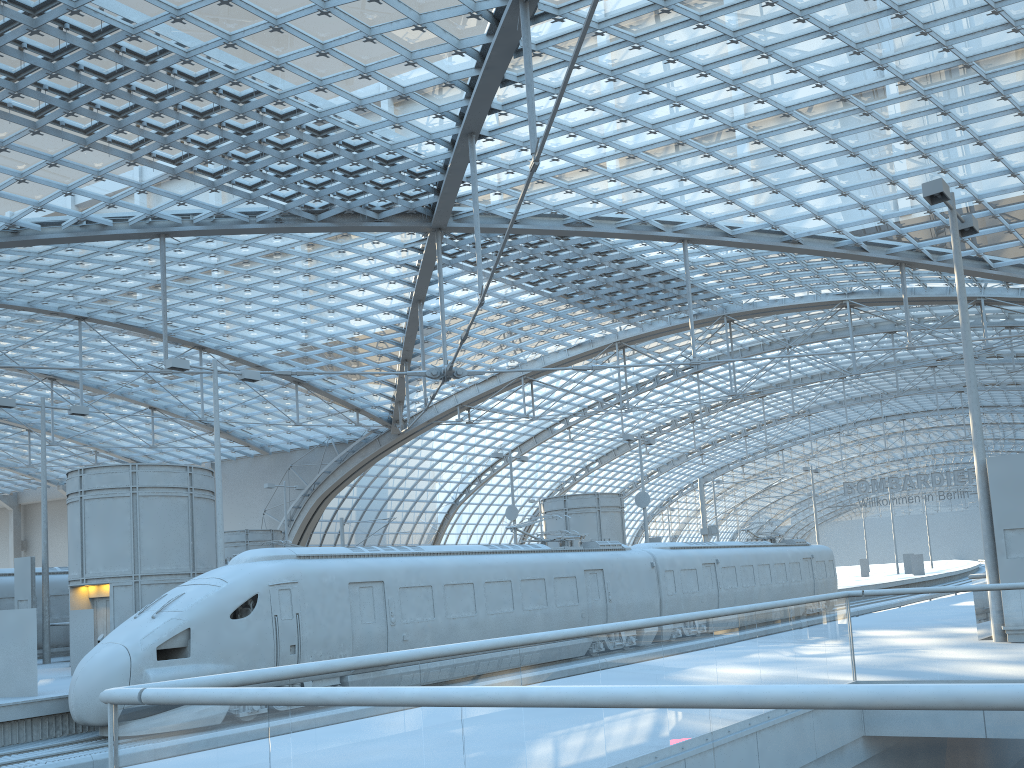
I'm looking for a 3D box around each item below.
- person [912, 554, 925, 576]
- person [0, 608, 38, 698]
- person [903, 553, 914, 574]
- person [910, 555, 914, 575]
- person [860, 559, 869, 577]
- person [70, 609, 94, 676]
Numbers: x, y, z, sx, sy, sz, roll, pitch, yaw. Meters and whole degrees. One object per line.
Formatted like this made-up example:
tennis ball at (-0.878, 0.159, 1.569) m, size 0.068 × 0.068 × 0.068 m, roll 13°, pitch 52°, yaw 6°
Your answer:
person at (32.055, 14.286, 69.283) m, size 0.835 × 1.712 × 0.001 m, roll -9°, pitch -7°, yaw 38°
person at (-9.432, 5.157, 16.782) m, size 0.877 × 1.686 × 0.001 m, roll -5°, pitch -5°, yaw 12°
person at (34.748, 15.777, 77.053) m, size 0.908 × 1.778 × 0.001 m, roll -8°, pitch -7°, yaw 33°
person at (33.512, 14.935, 72.656) m, size 0.884 × 1.686 × 0.001 m, roll -9°, pitch -7°, yaw 38°
person at (30.494, 15.923, 76.005) m, size 0.718 × 1.593 × 0.001 m, roll -10°, pitch -8°, yaw 43°
person at (-10.357, 6.252, 21.198) m, size 0.713 × 1.594 × 0.001 m, roll -6°, pitch -6°, yaw 17°
